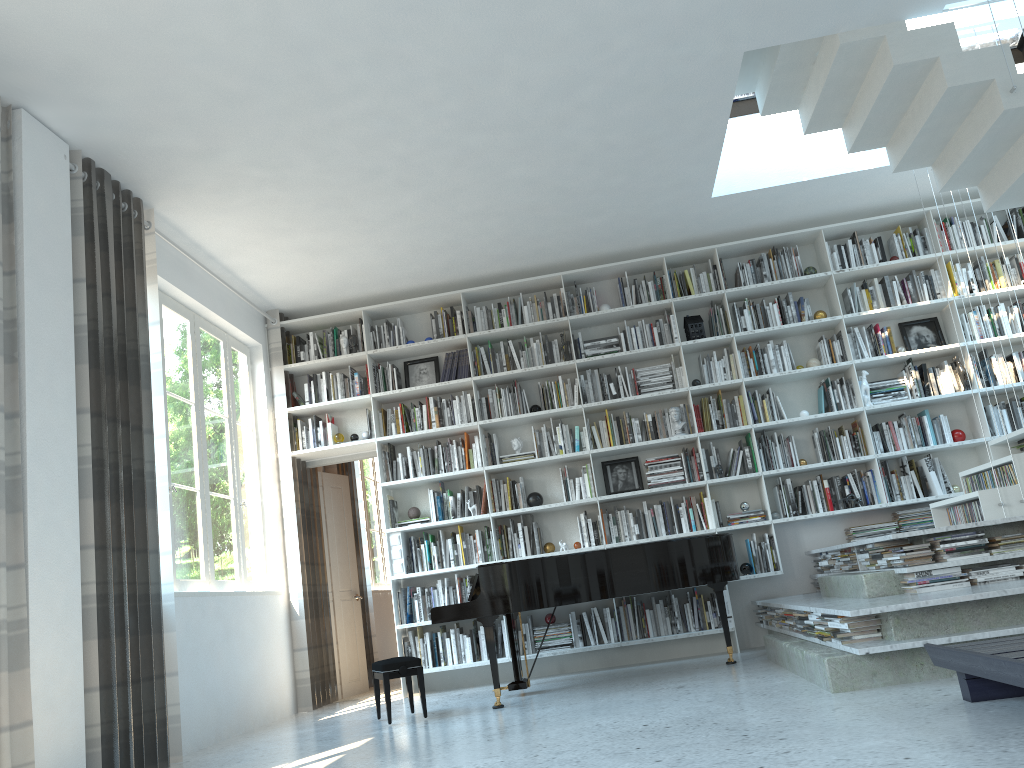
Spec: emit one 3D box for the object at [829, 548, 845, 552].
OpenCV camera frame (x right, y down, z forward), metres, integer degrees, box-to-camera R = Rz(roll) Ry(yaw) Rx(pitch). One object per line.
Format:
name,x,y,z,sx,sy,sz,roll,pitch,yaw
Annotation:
object,2.295,1.132,6.087,0.159,0.007,0.286,-9,-14,2

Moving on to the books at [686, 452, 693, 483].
books,1.392,0.673,6.985,0.013,0.255,0.163,-9,-13,5

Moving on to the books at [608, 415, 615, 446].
books,0.798,0.397,7.087,0.015,0.266,0.189,-9,-13,5

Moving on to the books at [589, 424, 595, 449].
books,0.650,0.447,7.138,0.011,0.234,0.142,-9,-13,5

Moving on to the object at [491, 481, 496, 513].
object,-0.136,0.923,7.139,0.012,0.269,0.131,-9,-13,5

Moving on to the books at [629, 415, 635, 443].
books,0.964,0.386,7.106,0.011,0.251,0.130,-9,-13,5

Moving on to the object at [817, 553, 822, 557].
object,2.386,1.273,6.660,0.131,0.024,0.291,-10,-14,7

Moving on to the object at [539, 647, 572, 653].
object,0.335,2.042,6.816,0.254,0.007,0.161,-10,-14,8

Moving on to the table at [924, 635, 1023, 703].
table,2.105,0.836,2.639,1.270,0.217,1.261,-9,-14,5

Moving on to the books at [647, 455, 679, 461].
books,1.189,0.600,7.021,0.254,0.012,0.161,-9,-14,2

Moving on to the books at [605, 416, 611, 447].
books,0.777,0.403,7.134,0.010,0.283,0.137,-9,-13,5

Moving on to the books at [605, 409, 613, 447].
books,0.781,0.375,7.095,0.014,0.316,0.188,-9,-13,5

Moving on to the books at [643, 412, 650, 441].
books,1.077,0.361,7.087,0.014,0.258,0.162,-9,-13,5

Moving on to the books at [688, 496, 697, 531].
books,1.409,1.019,6.918,0.010,0.283,0.132,-9,-13,5

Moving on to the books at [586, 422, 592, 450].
books,0.626,0.440,7.135,0.012,0.253,0.161,-9,-13,5

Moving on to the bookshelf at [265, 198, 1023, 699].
bookshelf,1.252,0.534,6.965,6.298,3.133,0.331,-9,-13,5

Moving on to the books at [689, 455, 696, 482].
books,1.418,0.682,6.986,0.013,0.232,0.134,-9,-13,5

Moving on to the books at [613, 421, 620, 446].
books,0.844,0.417,7.116,0.024,0.228,0.148,-9,-13,5

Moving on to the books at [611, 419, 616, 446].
books,0.816,0.413,7.115,0.010,0.244,0.150,-9,-13,5

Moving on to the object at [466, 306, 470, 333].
object,-0.353,-0.497,7.464,0.012,0.284,0.160,-9,-13,5

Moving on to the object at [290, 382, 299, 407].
object,-1.854,0.104,7.508,0.035,0.295,0.176,-9,-13,5

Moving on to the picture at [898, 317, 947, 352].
picture,3.255,-0.371,7.024,0.300,0.299,0.077,-9,-13,5

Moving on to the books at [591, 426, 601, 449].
books,0.680,0.449,7.108,0.053,0.208,0.156,-9,-13,5

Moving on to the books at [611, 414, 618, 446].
books,0.821,0.390,7.101,0.010,0.280,0.171,-9,-13,5

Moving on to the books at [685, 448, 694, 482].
books,1.401,0.656,6.987,0.011,0.287,0.152,-9,-13,5

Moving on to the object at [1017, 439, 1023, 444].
object,3.398,0.355,5.759,0.161,0.025,0.175,-10,-14,9

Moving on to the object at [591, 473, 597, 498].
object,0.658,0.819,7.065,0.017,0.215,0.104,-9,-13,5

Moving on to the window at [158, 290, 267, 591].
window,-2.134,0.437,6.124,0.073,2.003,1.988,-9,-14,5

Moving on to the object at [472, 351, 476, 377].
object,-0.300,-0.130,7.377,0.012,0.253,0.161,-9,-13,5

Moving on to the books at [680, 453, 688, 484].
books,1.357,0.678,6.980,0.012,0.253,0.161,-9,-13,5

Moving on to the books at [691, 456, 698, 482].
books,1.435,0.686,6.981,0.021,0.217,0.132,-9,-13,5

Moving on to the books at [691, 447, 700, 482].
books,1.444,0.650,6.970,0.011,0.279,0.186,-9,-13,5

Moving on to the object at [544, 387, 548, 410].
object,0.287,0.148,7.248,0.010,0.225,0.143,-9,-13,5

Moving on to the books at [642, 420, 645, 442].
books,1.051,0.397,7.093,0.050,0.198,0.146,-9,-13,5

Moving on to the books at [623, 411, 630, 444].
books,0.921,0.374,7.101,0.013,0.283,0.177,-9,-13,5

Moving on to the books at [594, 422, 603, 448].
books,0.697,0.433,7.122,0.042,0.241,0.162,-9,-13,5

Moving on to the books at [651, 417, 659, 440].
books,1.139,0.376,7.063,0.029,0.200,0.178,-9,-14,5

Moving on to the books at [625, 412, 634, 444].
books,0.941,0.375,7.083,0.028,0.267,0.190,-9,-13,5

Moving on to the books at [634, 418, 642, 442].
books,1.009,0.393,7.086,0.030,0.214,0.169,-9,-13,5

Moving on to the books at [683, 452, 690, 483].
books,1.368,0.672,6.977,0.011,0.260,0.184,-9,-13,5

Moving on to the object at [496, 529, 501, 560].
object,-0.097,1.282,7.043,0.012,0.253,0.161,-9,-13,5

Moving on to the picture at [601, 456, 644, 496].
picture,0.883,0.744,7.083,0.300,0.299,0.077,-9,-13,5

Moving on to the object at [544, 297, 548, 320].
object,0.293,-0.586,7.399,0.010,0.246,0.157,-9,-13,5

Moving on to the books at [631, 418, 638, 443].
books,0.982,0.397,7.088,0.024,0.216,0.175,-9,-13,5

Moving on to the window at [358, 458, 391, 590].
window,-1.645,1.322,9.972,0.073,2.003,1.988,-9,-14,5

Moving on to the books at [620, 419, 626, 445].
books,0.888,0.407,7.098,0.012,0.227,0.170,-9,-13,5

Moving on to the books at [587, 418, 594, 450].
books,0.636,0.427,7.146,0.010,0.281,0.140,-9,-13,5

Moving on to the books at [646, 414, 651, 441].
books,1.090,0.370,7.080,0.010,0.233,0.175,-9,-13,5

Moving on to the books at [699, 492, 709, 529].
books,1.496,0.995,6.903,0.011,0.299,0.149,-9,-13,5

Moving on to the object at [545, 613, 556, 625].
object,0.296,1.812,6.835,0.086,0.087,0.086,-4,-14,-17

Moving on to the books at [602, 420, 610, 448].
books,0.759,0.424,7.119,0.029,0.239,0.156,-9,-13,5

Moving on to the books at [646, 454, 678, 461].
books,1.187,0.588,7.022,0.254,0.012,0.161,-10,-14,9

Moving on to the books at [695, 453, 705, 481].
books,1.468,0.668,6.952,0.034,0.229,0.200,-9,-13,5

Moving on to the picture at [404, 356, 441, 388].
picture,-0.756,-0.073,7.470,0.300,0.299,0.077,-9,-13,5

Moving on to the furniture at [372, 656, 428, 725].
furniture,-0.680,1.820,5.313,0.240,0.352,0.468,-3,-14,-19

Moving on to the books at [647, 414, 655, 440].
books,1.108,0.369,7.066,0.029,0.223,0.186,-9,-13,5

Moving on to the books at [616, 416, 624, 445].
books,0.869,0.399,7.123,0.028,0.258,0.135,-9,-13,5

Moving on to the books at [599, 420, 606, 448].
books,0.732,0.426,7.128,0.026,0.247,0.139,-9,-13,5

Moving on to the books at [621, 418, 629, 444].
books,0.907,0.402,7.104,0.025,0.235,0.137,-9,-13,5
